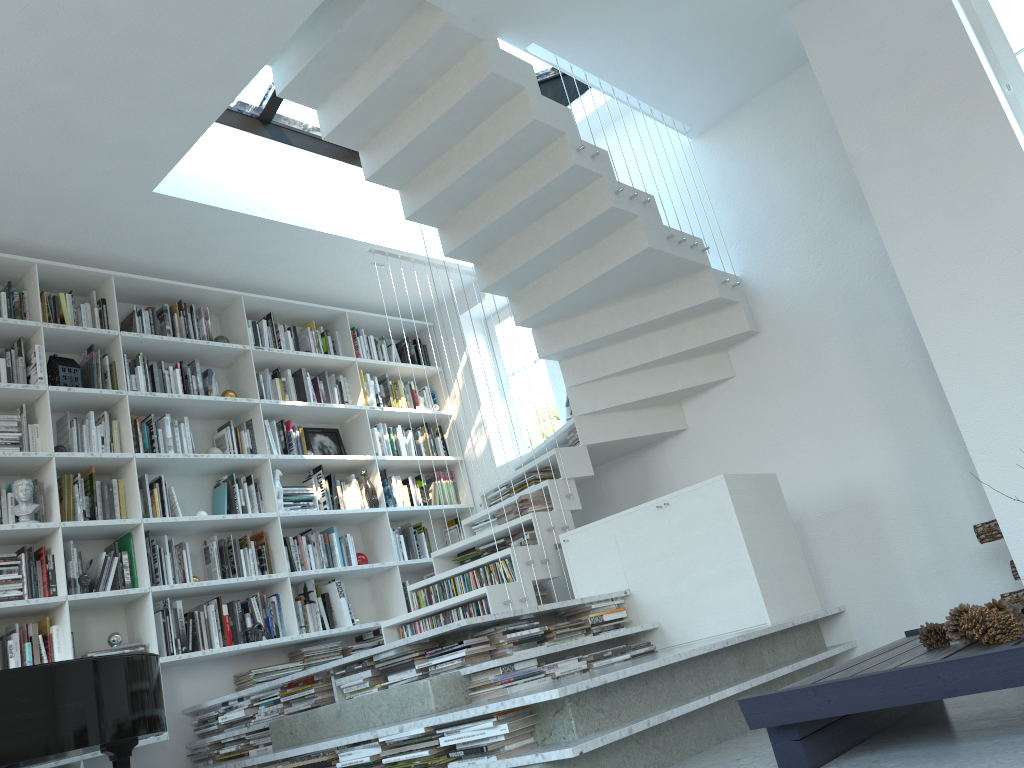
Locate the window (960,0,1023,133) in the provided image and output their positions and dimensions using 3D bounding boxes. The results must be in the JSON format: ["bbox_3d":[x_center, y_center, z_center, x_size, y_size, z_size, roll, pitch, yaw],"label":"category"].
[{"bbox_3d":[2.674,-1.628,3.819,1.120,1.222,0.072,-28,-22,37],"label":"window"}]

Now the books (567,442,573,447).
[{"bbox_3d":[0.423,0.387,5.561,0.192,0.006,0.300,-6,-19,-24],"label":"books"}]

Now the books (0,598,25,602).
[{"bbox_3d":[-2.511,1.058,4.233,0.160,0.012,0.285,-26,-21,33],"label":"books"}]

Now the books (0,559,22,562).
[{"bbox_3d":[-2.557,0.880,4.289,0.160,0.012,0.285,-26,-21,33],"label":"books"}]

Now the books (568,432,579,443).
[{"bbox_3d":[0.491,0.294,5.333,0.262,0.023,0.201,-7,-19,-23],"label":"books"}]

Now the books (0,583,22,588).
[{"bbox_3d":[-2.533,0.995,4.258,0.285,0.012,0.160,5,-25,-46],"label":"books"}]

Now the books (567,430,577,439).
[{"bbox_3d":[0.488,0.285,5.348,0.290,0.006,0.149,-8,-19,-21],"label":"books"}]

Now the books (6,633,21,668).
[{"bbox_3d":[-2.381,1.320,4.215,0.175,0.233,0.023,-28,-22,37],"label":"books"}]

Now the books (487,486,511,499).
[{"bbox_3d":[-0.021,0.682,5.641,0.190,0.015,0.231,-2,-21,-35],"label":"books"}]

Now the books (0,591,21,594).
[{"bbox_3d":[-2.520,1.025,4.244,0.161,0.012,0.254,-26,-21,33],"label":"books"}]

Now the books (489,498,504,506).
[{"bbox_3d":[-0.007,0.730,5.627,0.170,0.006,0.269,0,-22,-37],"label":"books"}]

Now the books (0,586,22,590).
[{"bbox_3d":[-2.532,1.007,4.256,0.160,0.012,0.285,-29,-22,38],"label":"books"}]

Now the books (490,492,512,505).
[{"bbox_3d":[-0.008,0.722,5.630,0.171,0.011,0.232,0,-22,-37],"label":"books"}]

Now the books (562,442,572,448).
[{"bbox_3d":[0.418,0.377,5.564,0.182,0.016,0.199,-5,-20,-28],"label":"books"}]

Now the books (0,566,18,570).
[{"bbox_3d":[-2.552,0.915,4.281,0.161,0.012,0.254,-27,-21,34],"label":"books"}]

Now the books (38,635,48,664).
[{"bbox_3d":[-2.294,1.337,4.298,0.169,0.211,0.042,-28,-22,37],"label":"books"}]

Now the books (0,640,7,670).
[{"bbox_3d":[-2.419,1.329,4.166,0.183,0.206,0.024,-28,-22,37],"label":"books"}]

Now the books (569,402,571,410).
[{"bbox_3d":[0.470,0.102,5.378,0.250,0.017,0.135,-14,-17,-1],"label":"books"}]

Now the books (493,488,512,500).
[{"bbox_3d":[0.004,0.696,5.651,0.136,0.017,0.299,-3,-21,-33],"label":"books"}]

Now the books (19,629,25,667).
[{"bbox_3d":[-2.375,1.319,4.254,0.145,0.255,0.014,-28,-22,37],"label":"books"}]

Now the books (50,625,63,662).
[{"bbox_3d":[-2.255,1.324,4.345,0.176,0.245,0.033,-28,-22,37],"label":"books"}]

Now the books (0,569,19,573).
[{"bbox_3d":[-2.547,0.926,4.277,0.161,0.012,0.254,-26,-21,33],"label":"books"}]

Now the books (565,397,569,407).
[{"bbox_3d":[0.465,0.079,5.351,0.283,0.012,0.176,-13,-18,-5],"label":"books"}]

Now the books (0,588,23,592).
[{"bbox_3d":[-2.531,1.018,4.254,0.160,0.012,0.285,-28,-22,37],"label":"books"}]

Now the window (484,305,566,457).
[{"bbox_3d":[0.310,-0.151,6.505,1.120,1.222,0.042,-28,-22,37],"label":"window"}]

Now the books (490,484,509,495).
[{"bbox_3d":[-0.016,0.668,5.651,0.165,0.014,0.236,-3,-21,-32],"label":"books"}]

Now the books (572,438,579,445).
[{"bbox_3d":[0.500,0.321,5.330,0.238,0.018,0.174,-7,-19,-23],"label":"books"}]

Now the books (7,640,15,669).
[{"bbox_3d":[-2.393,1.332,4.193,0.167,0.203,0.023,-28,-22,37],"label":"books"}]

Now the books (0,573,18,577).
[{"bbox_3d":[-2.543,0.949,4.271,0.254,0.012,0.161,4,-25,-45],"label":"books"}]

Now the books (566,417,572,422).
[{"bbox_3d":[0.480,0.223,5.605,0.226,0.012,0.285,-18,-18,12],"label":"books"}]

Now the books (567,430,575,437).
[{"bbox_3d":[0.486,0.280,5.352,0.285,0.007,0.160,-6,-19,-23],"label":"books"}]

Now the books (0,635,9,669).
[{"bbox_3d":[-2.417,1.321,4.191,0.154,0.234,0.014,-28,-22,37],"label":"books"}]

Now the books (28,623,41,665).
[{"bbox_3d":[-2.332,1.311,4.288,0.175,0.271,0.026,-28,-22,37],"label":"books"}]

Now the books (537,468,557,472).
[{"bbox_3d":[0.136,0.568,5.417,0.134,0.007,0.299,1,-23,-39],"label":"books"}]

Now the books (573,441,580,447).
[{"bbox_3d":[0.504,0.336,5.324,0.223,0.015,0.180,-6,-19,-25],"label":"books"}]

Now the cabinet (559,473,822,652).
[{"bbox_3d":[0.832,0.912,4.324,0.996,0.665,0.551,-28,-22,37],"label":"cabinet"}]

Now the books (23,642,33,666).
[{"bbox_3d":[-2.337,1.345,4.242,0.169,0.182,0.023,-28,-22,37],"label":"books"}]

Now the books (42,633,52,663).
[{"bbox_3d":[-2.278,1.337,4.319,0.166,0.216,0.011,-28,-22,37],"label":"books"}]

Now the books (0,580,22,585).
[{"bbox_3d":[-2.531,0.981,4.257,0.285,0.012,0.160,3,-24,-43],"label":"books"}]

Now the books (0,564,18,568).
[{"bbox_3d":[-2.553,0.903,4.284,0.161,0.012,0.254,-26,-21,33],"label":"books"}]

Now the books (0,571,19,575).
[{"bbox_3d":[-2.546,0.938,4.274,0.161,0.012,0.254,-27,-21,34],"label":"books"}]

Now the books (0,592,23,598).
[{"bbox_3d":[-2.517,1.036,4.240,0.285,0.012,0.160,3,-24,-43],"label":"books"}]

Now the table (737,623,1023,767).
[{"bbox_3d":[1.469,0.715,2.332,1.261,0.217,1.270,-28,-22,37],"label":"table"}]

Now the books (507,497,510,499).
[{"bbox_3d":[0.001,0.751,5.622,0.166,0.018,0.265,-4,-20,-30],"label":"books"}]

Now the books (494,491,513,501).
[{"bbox_3d":[-0.008,0.713,5.634,0.162,0.008,0.291,-4,-20,-30],"label":"books"}]

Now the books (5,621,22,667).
[{"bbox_3d":[-2.383,1.298,4.244,0.138,0.293,0.014,-28,-22,37],"label":"books"}]

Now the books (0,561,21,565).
[{"bbox_3d":[-2.559,0.894,4.290,0.285,0.012,0.160,5,-25,-46],"label":"books"}]

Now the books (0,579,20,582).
[{"bbox_3d":[-2.534,0.970,4.261,0.161,0.012,0.254,-26,-21,33],"label":"books"}]

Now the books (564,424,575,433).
[{"bbox_3d":[0.477,0.252,5.363,0.300,0.007,0.159,-6,-19,-24],"label":"books"}]

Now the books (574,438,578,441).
[{"bbox_3d":[0.494,0.313,5.342,0.208,0.008,0.144,-4,-20,-29],"label":"books"}]

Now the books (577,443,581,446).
[{"bbox_3d":[0.507,0.347,5.323,0.241,0.008,0.168,-7,-19,-22],"label":"books"}]

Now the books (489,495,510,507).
[{"bbox_3d":[-0.004,0.736,5.626,0.184,0.006,0.263,-2,-21,-34],"label":"books"}]

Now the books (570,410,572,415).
[{"bbox_3d":[0.479,0.133,5.342,0.256,0.010,0.164,-13,-18,-5],"label":"books"}]

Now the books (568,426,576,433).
[{"bbox_3d":[0.484,0.254,5.349,0.266,0.008,0.164,-4,-20,-29],"label":"books"}]

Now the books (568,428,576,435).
[{"bbox_3d":[0.479,0.274,5.365,0.262,0.016,0.132,-5,-20,-26],"label":"books"}]

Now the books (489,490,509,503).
[{"bbox_3d":[-0.010,0.707,5.636,0.168,0.005,0.293,-3,-20,-31],"label":"books"}]

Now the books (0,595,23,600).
[{"bbox_3d":[-2.521,1.050,4.242,0.160,0.012,0.285,-28,-22,36],"label":"books"}]

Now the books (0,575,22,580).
[{"bbox_3d":[-2.536,0.959,4.264,0.285,0.012,0.160,3,-24,-43],"label":"books"}]
